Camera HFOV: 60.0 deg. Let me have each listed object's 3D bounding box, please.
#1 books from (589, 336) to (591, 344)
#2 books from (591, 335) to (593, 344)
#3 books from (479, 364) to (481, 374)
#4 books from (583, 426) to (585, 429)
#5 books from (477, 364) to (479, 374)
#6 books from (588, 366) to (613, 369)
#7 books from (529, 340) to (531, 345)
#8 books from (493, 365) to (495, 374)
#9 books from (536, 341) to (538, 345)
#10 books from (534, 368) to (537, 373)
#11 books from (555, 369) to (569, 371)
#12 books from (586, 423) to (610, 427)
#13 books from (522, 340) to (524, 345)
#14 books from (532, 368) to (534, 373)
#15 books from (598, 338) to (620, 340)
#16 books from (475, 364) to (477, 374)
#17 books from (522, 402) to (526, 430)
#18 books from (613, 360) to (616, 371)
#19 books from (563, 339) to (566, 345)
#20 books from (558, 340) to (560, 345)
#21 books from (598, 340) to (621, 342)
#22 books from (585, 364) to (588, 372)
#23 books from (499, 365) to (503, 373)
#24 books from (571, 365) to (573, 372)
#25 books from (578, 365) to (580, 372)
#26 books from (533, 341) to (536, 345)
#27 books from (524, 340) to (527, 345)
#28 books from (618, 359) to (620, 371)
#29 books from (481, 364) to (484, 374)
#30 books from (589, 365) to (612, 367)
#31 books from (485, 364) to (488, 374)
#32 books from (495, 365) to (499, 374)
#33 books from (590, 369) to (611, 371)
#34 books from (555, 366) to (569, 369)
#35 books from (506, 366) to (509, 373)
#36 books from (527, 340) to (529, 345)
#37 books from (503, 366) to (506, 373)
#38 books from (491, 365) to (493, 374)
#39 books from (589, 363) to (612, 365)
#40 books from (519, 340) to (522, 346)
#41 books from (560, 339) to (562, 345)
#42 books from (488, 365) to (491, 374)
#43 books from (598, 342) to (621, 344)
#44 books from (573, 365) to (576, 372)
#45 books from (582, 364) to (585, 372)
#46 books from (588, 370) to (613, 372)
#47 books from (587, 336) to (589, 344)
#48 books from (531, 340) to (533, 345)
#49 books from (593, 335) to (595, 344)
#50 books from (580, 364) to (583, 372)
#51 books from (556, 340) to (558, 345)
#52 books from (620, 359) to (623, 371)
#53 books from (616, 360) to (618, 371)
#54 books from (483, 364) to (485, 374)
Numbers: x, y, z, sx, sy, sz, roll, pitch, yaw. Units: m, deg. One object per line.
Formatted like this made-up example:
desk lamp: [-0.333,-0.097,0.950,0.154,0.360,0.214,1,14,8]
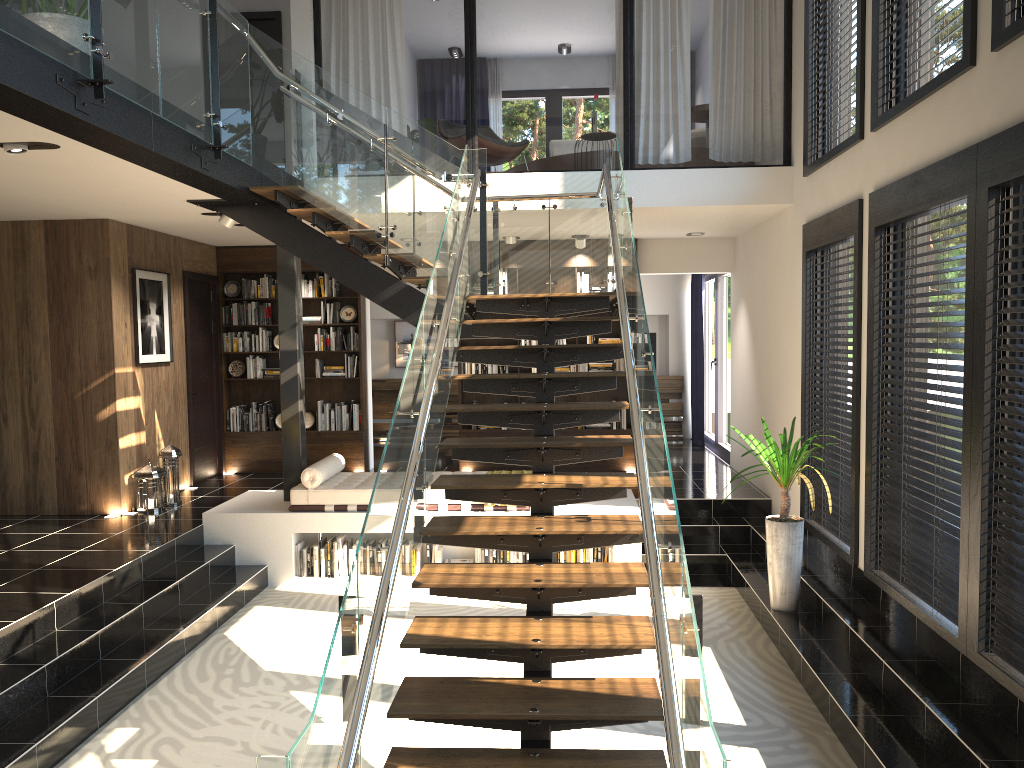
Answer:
books: [0.910,-0.557,10.365,0.023,0.261,0.145,-1,4,3]
books: [0.934,-0.524,10.350,0.026,0.196,0.147,-1,4,3]
books: [-0.371,-0.195,10.447,0.024,0.198,0.172,-1,4,3]
books: [0.837,0.405,10.376,0.026,0.238,0.159,-1,4,3]
books: [-0.397,-0.210,10.455,0.028,0.227,0.136,-1,4,3]
books: [1.029,-0.193,10.346,0.268,0.022,0.156,-1,3,-1]
books: [0.211,-0.533,10.364,0.027,0.228,0.208,-1,3,3]
books: [-0.206,-0.225,10.424,0.029,0.256,0.167,-1,4,3]
books: [0.293,-0.521,10.384,0.026,0.201,0.146,-1,4,3]
books: [0.276,-0.210,10.352,0.023,0.218,0.195,-1,4,3]
books: [0.535,-0.168,10.373,0.261,0.024,0.167,-1,3,0]
books: [1.002,0.481,10.388,0.286,0.031,0.176,-1,3,2]
books: [0.132,-0.555,10.389,0.031,0.272,0.158,-1,4,3]
books: [0.251,-0.244,10.387,0.030,0.284,0.176,-1,4,3]
books: [1.137,-0.523,10.370,0.246,0.021,0.148,-1,3,3]
books: [-0.422,-0.200,10.458,0.022,0.207,0.130,-1,4,3]
books: [0.140,0.375,10.411,0.035,0.312,0.160,-1,4,3]
books: [1.193,-0.235,10.317,0.030,0.244,0.176,-1,4,3]
books: [0.612,-0.534,10.365,0.046,0.220,0.144,-1,4,3]
books: [0.551,-0.528,10.386,0.030,0.208,0.119,-1,4,3]
books: [1.136,-0.502,10.357,0.260,0.020,0.167,-1,3,1]
books: [0.863,-0.248,10.340,0.031,0.277,0.168,-1,4,3]
books: [-0.131,-0.216,10.426,0.070,0.236,0.206,-1,4,3]
books: [0.697,-0.239,10.365,0.026,0.263,0.156,-1,4,3]
books: [0.781,-0.226,10.367,0.025,0.233,0.156,-1,4,3]
books: [0.265,-0.548,10.363,0.028,0.258,0.208,-1,4,3]
books: [0.162,-0.500,10.391,0.027,0.162,0.125,-1,4,3]
books: [1.245,-0.237,10.333,0.023,0.246,0.147,-1,4,3]
books: [-0.345,-0.233,10.447,0.029,0.272,0.152,-1,4,3]
books: [1.029,-0.214,10.342,0.260,0.021,0.167,-1,3,1]
books: [-0.292,-0.194,10.453,0.033,0.193,0.172,-1,4,3]
books: [-0.175,-0.201,10.448,0.030,0.205,0.170,-1,4,3]
books: [1.030,-0.171,10.358,0.247,0.022,0.148,-1,3,4]
books: [0.535,-0.193,10.376,0.274,0.025,0.156,0,3,7]
books: [-0.054,-0.194,10.468,0.022,0.185,0.127,-1,4,3]
books: [0.186,-0.518,10.375,0.024,0.198,0.174,-1,4,3]
books: [-0.082,-0.204,10.426,0.028,0.210,0.169,-1,4,3]
books: [-0.232,-0.183,10.449,0.027,0.171,0.146,-1,4,3]
books: [1.029,-0.235,10.348,0.272,0.022,0.156,-1,3,2]
books: [0.102,-0.533,10.394,0.030,0.228,0.176,-1,4,3]
books: [0.577,-0.534,10.365,0.024,0.220,0.147,-1,4,3]
books: [-0.261,-0.208,10.438,0.030,0.222,0.189,-1,4,3]
books: [1.137,-0.482,10.360,0.259,0.020,0.167,-1,3,2]
books: [0.729,-0.224,10.375,0.037,0.232,0.231,-1,3,3]
books: [0.834,-0.213,10.334,0.026,0.210,0.184,-1,4,3]
books: [1.030,-0.149,10.350,0.274,0.022,0.156,-1,3,0]
books: [0.887,-0.536,10.371,0.024,0.219,0.174,-1,4,3]
books: [0.238,-0.539,10.371,0.027,0.239,0.153,-1,4,3]
books: [0.961,-0.549,10.378,0.025,0.243,0.119,-1,4,3]
books: [0.807,-0.216,10.354,0.029,0.214,0.149,-1,4,3]
books: [0.523,-0.516,10.362,0.024,0.187,0.148,-1,4,3]
books: [1.268,-0.239,10.310,0.026,0.251,0.178,-1,4,3]
books: [1.221,-0.220,10.327,0.025,0.212,0.167,-1,4,3]
books: [-0.319,-0.206,10.460,0.021,0.217,0.170,-1,4,3]
